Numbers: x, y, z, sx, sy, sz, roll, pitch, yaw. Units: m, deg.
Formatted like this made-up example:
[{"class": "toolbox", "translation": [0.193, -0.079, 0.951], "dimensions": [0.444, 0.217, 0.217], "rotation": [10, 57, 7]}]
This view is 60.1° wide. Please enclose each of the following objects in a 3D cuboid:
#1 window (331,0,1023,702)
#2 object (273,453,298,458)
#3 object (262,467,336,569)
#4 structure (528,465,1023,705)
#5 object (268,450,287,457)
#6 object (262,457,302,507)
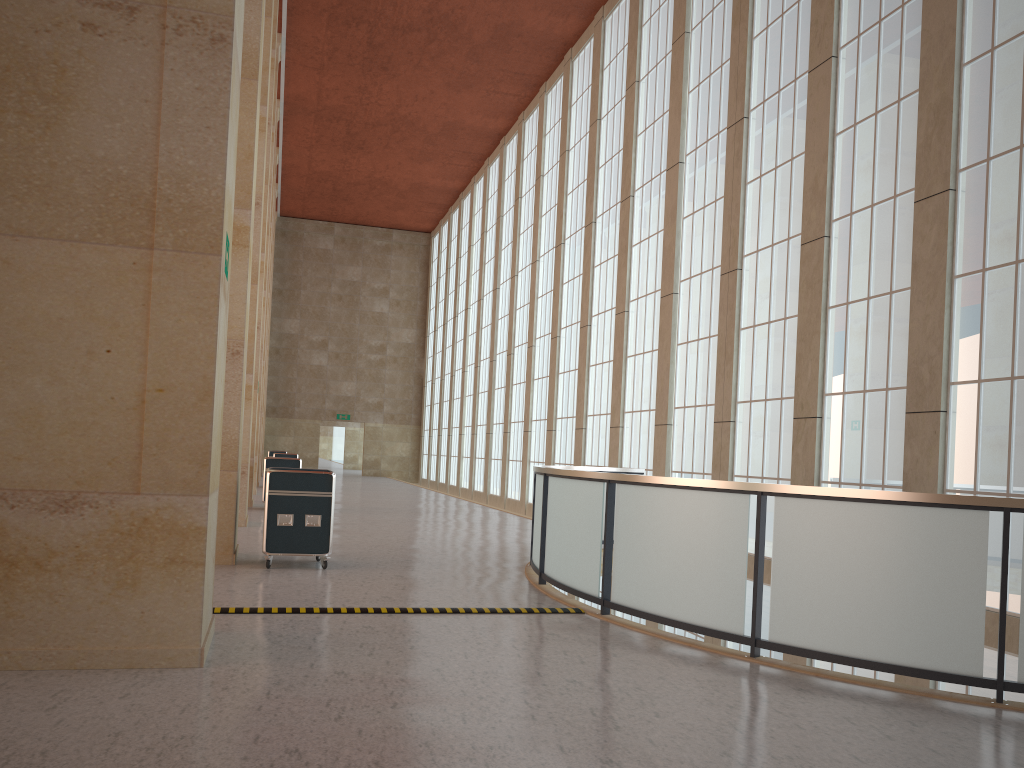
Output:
[{"class": "window", "translation": [-10.147, 4.507, 76.645], "dimensions": [0.010, 28.593, 165.165], "rotation": [3, -4, -15]}, {"class": "object", "translation": [-10.090, 3.848, 39.326], "dimensions": [1.056, 1.540, 1.274], "rotation": [3, -2, -15]}, {"class": "object", "translation": [-3.448, 2.144, 14.267], "dimensions": [1.056, 1.540, 1.274], "rotation": [3, -2, -15]}, {"class": "structure", "translation": [3.259, 2.216, 12.416], "dimensions": [5.253, 1.792, 13.090], "rotation": [5, -5, -25]}, {"class": "object", "translation": [-13.776, 4.686, 51.897], "dimensions": [1.056, 1.540, 1.274], "rotation": [3, -2, -15]}, {"class": "object", "translation": [-6.824, 2.947, 26.222], "dimensions": [1.056, 1.540, 1.274], "rotation": [3, -2, -15]}]
